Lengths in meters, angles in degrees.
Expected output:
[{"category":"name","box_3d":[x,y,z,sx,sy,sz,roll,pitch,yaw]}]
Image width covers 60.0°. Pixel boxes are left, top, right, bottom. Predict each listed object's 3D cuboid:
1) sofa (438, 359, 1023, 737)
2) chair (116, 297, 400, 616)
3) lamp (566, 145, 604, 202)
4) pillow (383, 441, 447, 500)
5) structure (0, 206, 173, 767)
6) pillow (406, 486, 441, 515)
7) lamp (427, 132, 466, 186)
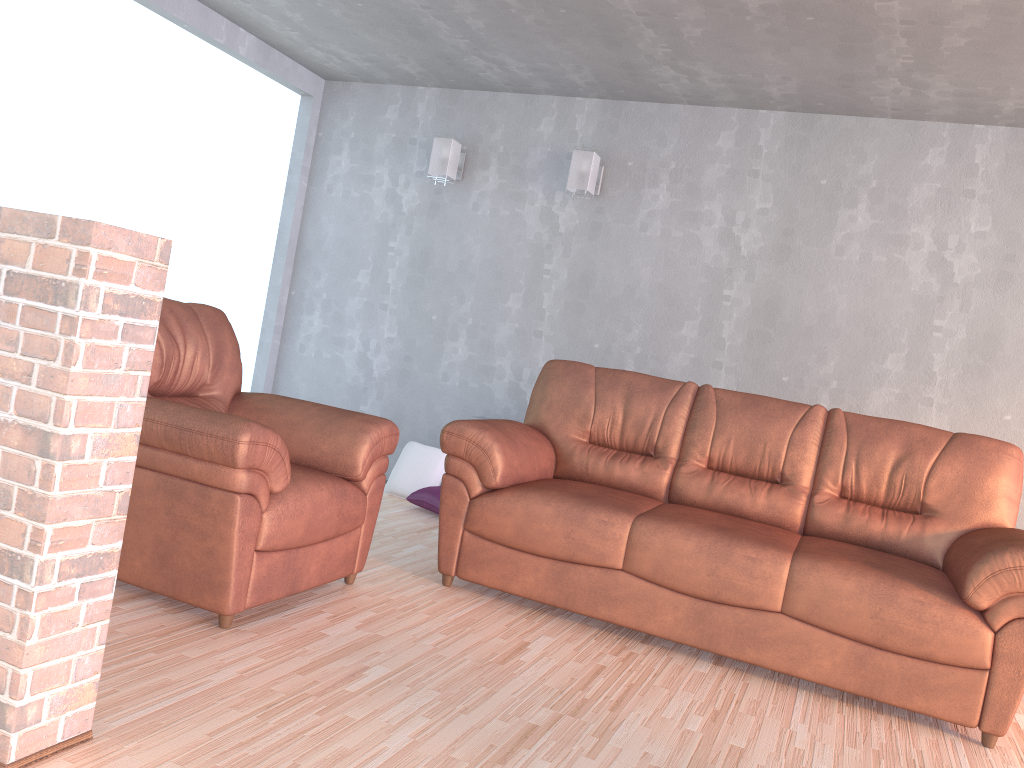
[{"category":"sofa","box_3d":[0.867,0.486,3.523,2.202,0.923,0.981,11,2,21]},{"category":"chair","box_3d":[-1.014,0.182,3.077,0.936,0.879,0.970,11,2,20]},{"category":"lamp","box_3d":[0.413,-1.190,5.031,0.165,0.319,0.177,11,2,21]},{"category":"pillow","box_3d":[-0.548,0.521,5.183,0.327,0.326,0.241,11,2,25]},{"category":"structure","box_3d":[-1.472,0.094,2.004,1.422,1.057,0.211,11,2,21]},{"category":"pillow","box_3d":[-0.346,0.650,4.936,0.392,0.130,0.365,12,3,42]},{"category":"lamp","box_3d":[-0.397,-1.350,5.348,0.165,0.319,0.168,11,2,21]}]
